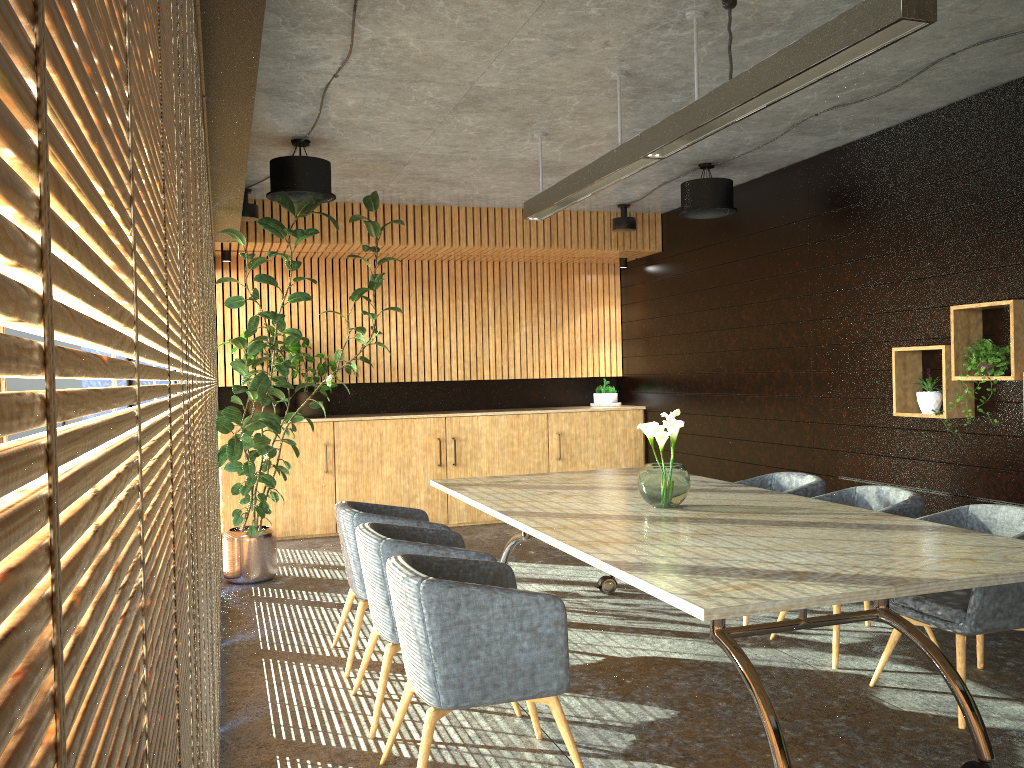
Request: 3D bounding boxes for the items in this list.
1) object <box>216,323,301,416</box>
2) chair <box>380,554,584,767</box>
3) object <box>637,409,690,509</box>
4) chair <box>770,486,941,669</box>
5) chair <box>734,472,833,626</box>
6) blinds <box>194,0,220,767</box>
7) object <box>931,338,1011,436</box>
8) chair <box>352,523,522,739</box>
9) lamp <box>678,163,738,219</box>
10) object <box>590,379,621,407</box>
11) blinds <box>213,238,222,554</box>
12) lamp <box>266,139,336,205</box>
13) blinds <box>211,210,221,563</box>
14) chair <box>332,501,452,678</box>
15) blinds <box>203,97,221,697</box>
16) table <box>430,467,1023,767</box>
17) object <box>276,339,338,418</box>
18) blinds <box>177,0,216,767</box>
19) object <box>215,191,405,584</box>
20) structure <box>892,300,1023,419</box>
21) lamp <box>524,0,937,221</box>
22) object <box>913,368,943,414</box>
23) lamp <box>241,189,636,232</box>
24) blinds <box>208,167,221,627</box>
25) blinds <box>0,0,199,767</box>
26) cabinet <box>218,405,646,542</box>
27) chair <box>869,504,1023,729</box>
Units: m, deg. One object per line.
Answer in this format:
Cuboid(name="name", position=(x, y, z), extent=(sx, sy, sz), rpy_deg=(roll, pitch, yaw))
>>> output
Cuboid(name="object", position=(-2.738, -0.139, 9.601), extent=(0.666, 1.054, 0.640), rpy_deg=(-1, 1, 23))
Cuboid(name="chair", position=(-0.136, 1.185, 3.712), extent=(0.761, 0.944, 0.706), rpy_deg=(-2, 1, -18))
Cuboid(name="object", position=(0.848, 0.419, 5.000), extent=(0.295, 0.546, 0.322), rpy_deg=(-1, 1, -8))
Cuboid(name="chair", position=(2.057, 1.115, 5.373), extent=(0.761, 0.944, 0.706), rpy_deg=(-2, 1, -18))
Cuboid(name="chair", position=(1.778, 1.113, 6.229), extent=(0.761, 0.944, 0.706), rpy_deg=(-2, 1, -18))
Cuboid(name="blinds", position=(-0.052, 0.143, 1.246), extent=(1.388, 3.075, 6.486), rpy_deg=(-2, 1, -37))
Cuboid(name="object", position=(2.957, 0.027, 5.654), extent=(0.401, 0.633, 0.445), rpy_deg=(-2, 1, -37))
Cuboid(name="chair", position=(-0.415, 1.183, 4.567), extent=(0.761, 0.944, 0.706), rpy_deg=(-2, 1, -18))
Cuboid(name="lamp", position=(1.709, -1.710, 7.776), extent=(0.513, 0.497, 0.513), rpy_deg=(-1, 1, 11))
Cuboid(name="object", position=(1.164, 0.106, 11.041), extent=(0.384, 0.347, 0.384), rpy_deg=(-1, 1, 4))
Cuboid(name="blinds", position=(-3.054, 0.114, 9.171), extent=(0.039, 3.038, 1.422), rpy_deg=(-2, 1, -18))
Cuboid(name="lamp", position=(-1.597, -1.619, 6.698), extent=(0.513, 0.497, 0.513), rpy_deg=(-1, 1, 43))
Cuboid(name="blinds", position=(-2.598, 0.118, 7.775), extent=(0.039, 3.038, 1.422), rpy_deg=(-2, 1, -18))
Cuboid(name="chair", position=(-0.694, 1.181, 5.422), extent=(0.761, 0.944, 0.706), rpy_deg=(-2, 1, -18))
Cuboid(name="blinds", position=(-1.680, 0.125, 4.960), extent=(0.039, 3.038, 1.422), rpy_deg=(-2, 1, -18))
Cuboid(name="table", position=(0.876, 1.155, 4.988), extent=(1.816, 0.927, 3.932), rpy_deg=(-2, 1, -18))
Cuboid(name="object", position=(-2.244, -0.065, 9.747), extent=(0.679, 0.880, 0.512), rpy_deg=(-2, 1, -15))
Cuboid(name="blinds", position=(-0.775, 0.132, 2.187), extent=(0.039, 3.038, 1.422), rpy_deg=(-2, 1, -18))
Cuboid(name="object", position=(-2.013, 0.029, 7.402), extent=(1.958, 3.266, 1.875), rpy_deg=(-1, 1, 20))
Cuboid(name="structure", position=(3.192, -0.148, 5.393), extent=(0.242, 1.130, 2.172), rpy_deg=(-2, 1, -18))
Cuboid(name="lamp", position=(0.778, -1.571, 4.963), extent=(0.151, 0.618, 4.009), rpy_deg=(-2, 1, -18))
Cuboid(name="object", position=(2.906, 0.045, 6.162), extent=(0.241, 0.318, 0.226), rpy_deg=(-2, 1, -43))
Cuboid(name="lamp", position=(-0.656, -1.752, 8.957), extent=(4.179, 0.294, 0.257), rpy_deg=(-2, 1, -18))
Cuboid(name="blinds", position=(-2.135, 0.121, 6.355), extent=(0.039, 3.038, 1.422), rpy_deg=(-2, 1, -18))
Cuboid(name="blinds", position=(-0.320, 0.136, 0.792), extent=(0.039, 3.038, 1.422), rpy_deg=(-2, 1, -18))
Cuboid(name="cabinet", position=(-0.860, 0.971, 10.308), extent=(4.954, 1.272, 1.006), rpy_deg=(-2, 1, -18))
Cuboid(name="chair", position=(2.336, 1.117, 4.518), extent=(0.761, 0.944, 0.706), rpy_deg=(-2, 1, -18))
